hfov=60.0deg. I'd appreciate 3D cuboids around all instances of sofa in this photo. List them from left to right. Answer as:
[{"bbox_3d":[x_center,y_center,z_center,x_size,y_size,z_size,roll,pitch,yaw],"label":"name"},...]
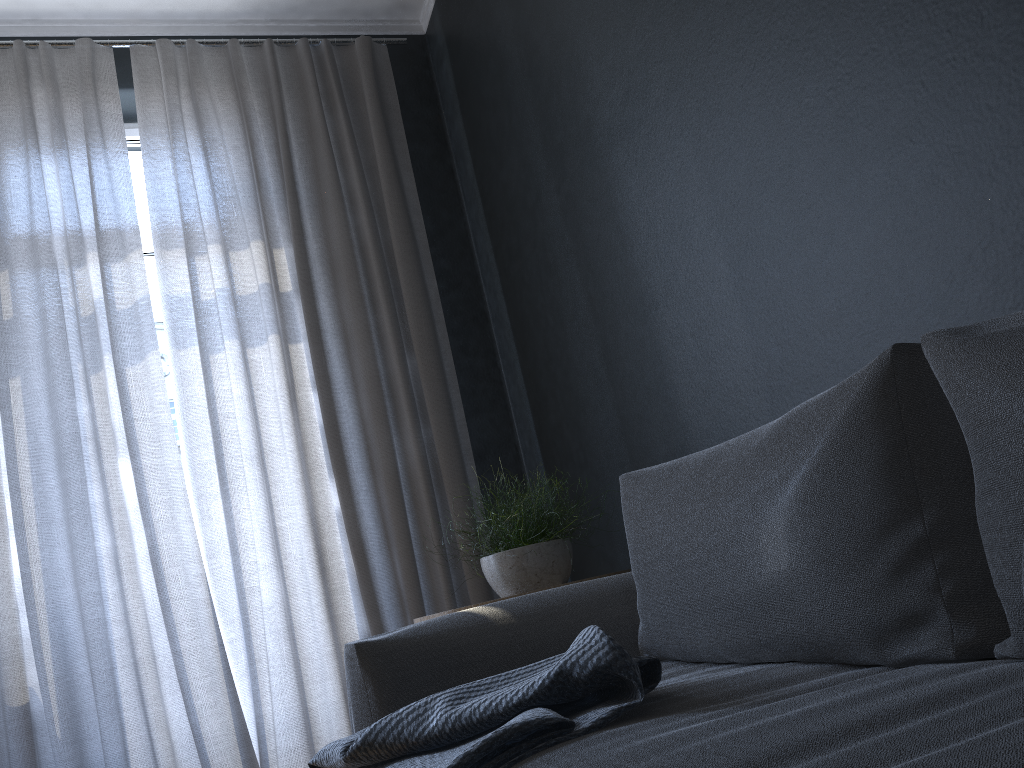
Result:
[{"bbox_3d":[0.385,0.342,0.919,0.969,0.795,2.350,-8,-14,-20],"label":"sofa"}]

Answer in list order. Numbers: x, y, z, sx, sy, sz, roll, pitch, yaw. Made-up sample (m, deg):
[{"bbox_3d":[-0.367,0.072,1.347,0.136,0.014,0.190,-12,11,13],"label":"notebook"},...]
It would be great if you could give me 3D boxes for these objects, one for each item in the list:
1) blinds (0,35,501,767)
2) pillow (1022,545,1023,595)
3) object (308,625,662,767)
[{"bbox_3d":[-1.993,0.251,2.584,3.989,2.779,0.313,-8,-14,-19],"label":"blinds"},{"bbox_3d":[0.471,-0.002,0.369,0.442,0.360,0.800,-13,-13,-2],"label":"pillow"},{"bbox_3d":[-0.059,0.574,1.342,0.490,0.328,0.669,-10,-14,-15],"label":"object"}]
